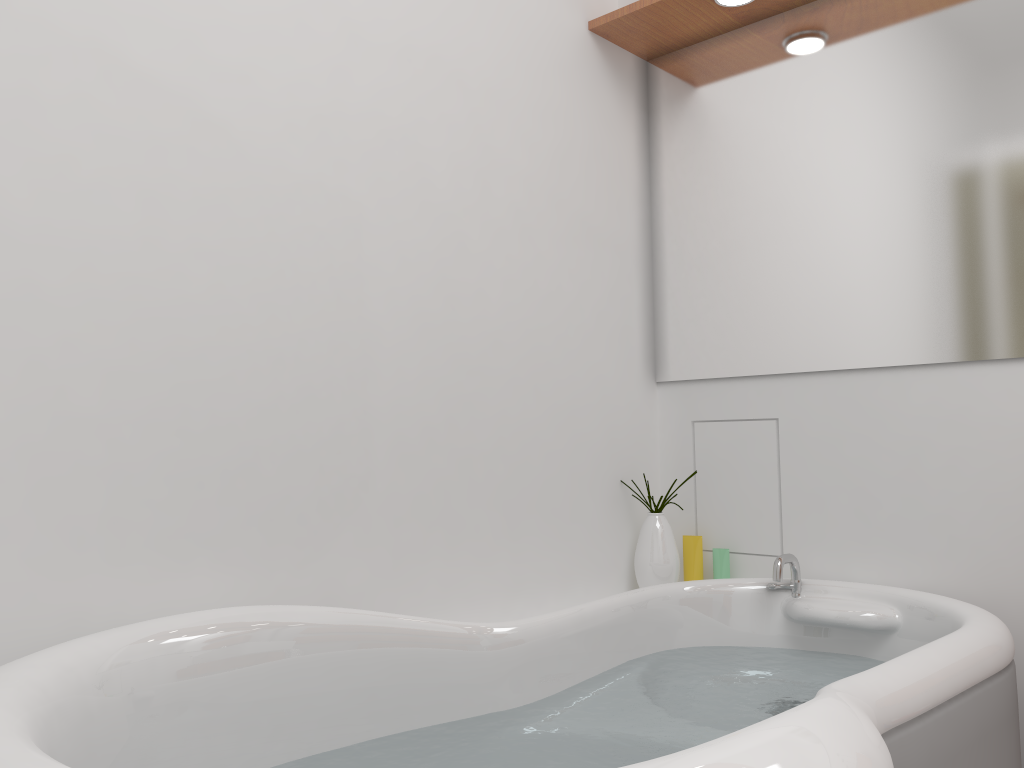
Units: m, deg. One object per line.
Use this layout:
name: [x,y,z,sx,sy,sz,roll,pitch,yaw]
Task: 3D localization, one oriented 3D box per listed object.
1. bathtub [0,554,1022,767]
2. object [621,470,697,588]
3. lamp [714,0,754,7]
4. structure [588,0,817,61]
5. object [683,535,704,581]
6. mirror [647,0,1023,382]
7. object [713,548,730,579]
bathtub: [0.160,0.657,1.320,1.055,0.674,1.863,-4,-5,42]
object: [0.373,0.380,2.199,0.215,0.326,0.154,0,-4,-16]
lamp: [0.520,-0.907,2.053,0.113,0.021,0.113,-2,-4,14]
structure: [1.225,-1.082,1.500,2.606,0.240,0.287,-4,-5,42]
object: [0.462,0.468,2.260,0.047,0.162,0.047,0,-4,-21]
mirror: [1.325,-0.518,1.558,2.600,0.887,0.022,-4,-5,42]
object: [0.521,0.476,2.205,0.038,0.133,0.038,0,-4,-14]
